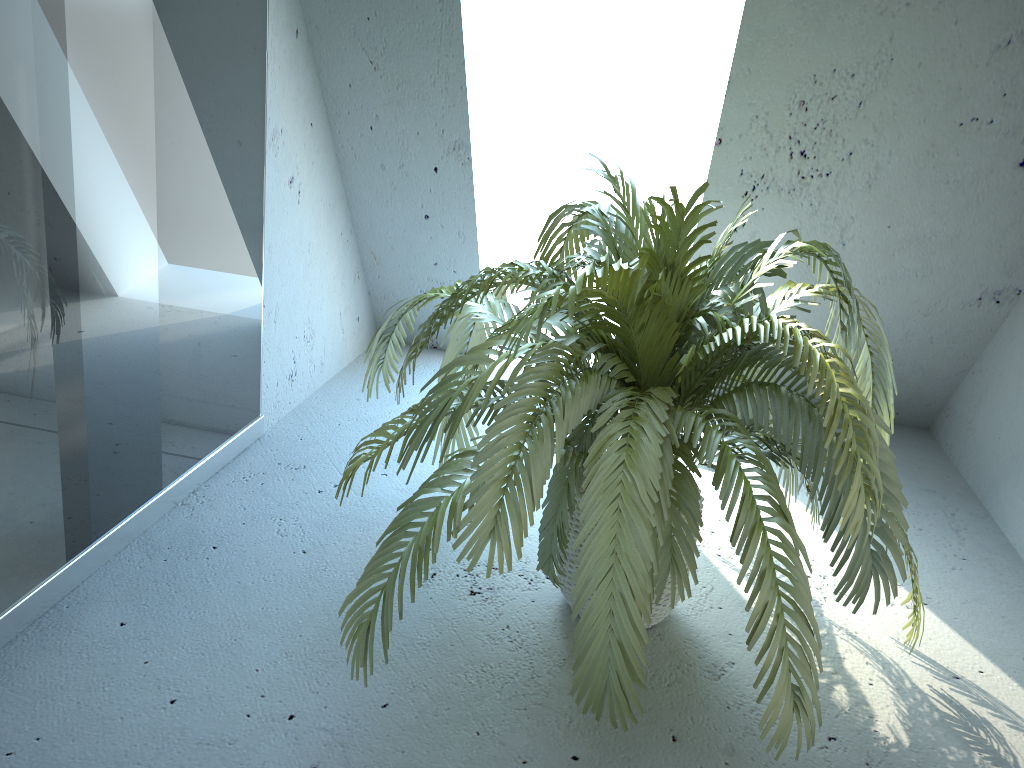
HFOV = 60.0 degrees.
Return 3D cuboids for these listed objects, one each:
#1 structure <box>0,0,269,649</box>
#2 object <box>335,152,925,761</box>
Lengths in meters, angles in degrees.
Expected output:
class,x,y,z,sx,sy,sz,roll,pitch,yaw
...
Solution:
class,x,y,z,sx,sy,sz,roll,pitch,yaw
structure,-1.312,-0.663,1.319,1.184,2.114,1.835,10,20,8
object,0.241,0.043,1.671,1.112,0.893,1.132,2,20,-13
